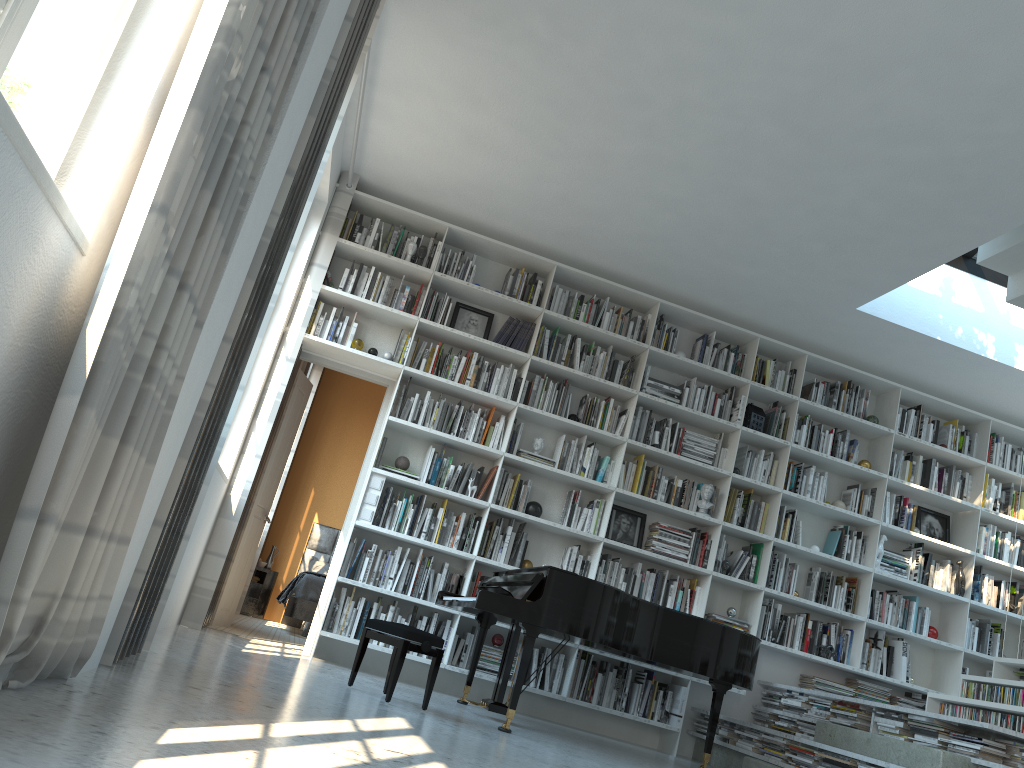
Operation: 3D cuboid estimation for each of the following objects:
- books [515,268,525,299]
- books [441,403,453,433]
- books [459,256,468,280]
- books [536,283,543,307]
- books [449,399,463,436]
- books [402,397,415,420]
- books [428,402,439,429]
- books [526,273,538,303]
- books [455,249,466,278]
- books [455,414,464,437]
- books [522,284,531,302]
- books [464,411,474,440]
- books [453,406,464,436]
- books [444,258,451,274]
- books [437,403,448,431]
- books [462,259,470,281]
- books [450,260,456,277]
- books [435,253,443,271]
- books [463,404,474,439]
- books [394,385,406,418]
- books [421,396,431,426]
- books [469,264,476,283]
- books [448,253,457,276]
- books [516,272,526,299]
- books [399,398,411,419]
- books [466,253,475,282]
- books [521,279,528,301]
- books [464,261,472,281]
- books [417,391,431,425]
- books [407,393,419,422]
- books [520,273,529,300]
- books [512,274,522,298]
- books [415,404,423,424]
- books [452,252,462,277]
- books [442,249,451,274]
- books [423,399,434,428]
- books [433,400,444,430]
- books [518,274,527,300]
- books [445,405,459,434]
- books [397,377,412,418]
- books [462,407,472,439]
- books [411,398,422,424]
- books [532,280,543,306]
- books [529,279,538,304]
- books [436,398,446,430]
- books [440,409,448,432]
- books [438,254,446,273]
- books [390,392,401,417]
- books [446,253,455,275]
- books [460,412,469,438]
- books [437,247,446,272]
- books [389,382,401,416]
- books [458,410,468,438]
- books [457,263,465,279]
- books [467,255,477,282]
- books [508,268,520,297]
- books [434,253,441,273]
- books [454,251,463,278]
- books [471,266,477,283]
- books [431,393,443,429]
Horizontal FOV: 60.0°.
[{"bbox_3d":[0.033,-0.706,6.668,0.014,0.320,0.137,18,-16,-9],"label":"books"},{"bbox_3d":[-0.477,0.271,6.300,0.023,0.241,0.185,18,-16,-9],"label":"books"},{"bbox_3d":[-0.374,-0.810,6.575,0.013,0.252,0.129,18,-16,-9],"label":"books"},{"bbox_3d":[0.193,-0.620,6.681,0.039,0.251,0.147,18,-16,-9],"label":"books"},{"bbox_3d":[-0.409,0.265,6.318,0.013,0.299,0.152,18,-16,-9],"label":"books"},{"bbox_3d":[-0.745,0.202,6.259,0.042,0.208,0.143,18,-16,-9],"label":"books"},{"bbox_3d":[-0.569,0.247,6.283,0.014,0.229,0.148,18,-16,-9],"label":"books"},{"bbox_3d":[0.124,-0.673,6.649,0.025,0.296,0.164,18,-16,-9],"label":"books"},{"bbox_3d":[-0.402,-0.840,6.550,0.015,0.278,0.191,18,-16,-9],"label":"books"},{"bbox_3d":[-0.388,0.323,6.322,0.021,0.204,0.130,18,-16,-9],"label":"books"},{"bbox_3d":[0.083,-0.630,6.641,0.027,0.189,0.178,18,-16,-9],"label":"books"},{"bbox_3d":[-0.322,0.322,6.341,0.011,0.251,0.139,18,-16,-9],"label":"books"},{"bbox_3d":[-0.401,0.292,6.325,0.021,0.256,0.156,18,-16,-9],"label":"books"},{"bbox_3d":[-0.497,-0.819,6.556,0.017,0.193,0.129,18,-16,-9],"label":"books"},{"bbox_3d":[-0.508,0.261,6.286,0.024,0.236,0.167,18,-16,-9],"label":"books"},{"bbox_3d":[-0.364,-0.793,6.564,0.013,0.219,0.181,18,-16,-9],"label":"books"},{"bbox_3d":[-0.455,-0.805,6.560,0.014,0.192,0.146,18,-16,-9],"label":"books"},{"bbox_3d":[-0.557,-0.847,6.535,0.017,0.203,0.142,18,-16,-9],"label":"books"},{"bbox_3d":[-0.327,0.295,6.352,0.011,0.303,0.130,18,-16,-9],"label":"books"},{"bbox_3d":[-0.796,0.150,6.235,0.027,0.265,0.176,18,-16,-9],"label":"books"},{"bbox_3d":[-0.624,0.220,6.271,0.011,0.245,0.176,18,-16,-9],"label":"books"},{"bbox_3d":[-0.315,-0.766,6.578,0.014,0.201,0.171,18,-16,-9],"label":"books"},{"bbox_3d":[-0.460,-0.835,6.556,0.016,0.242,0.156,18,-16,-9],"label":"books"},{"bbox_3d":[0.044,-0.688,6.651,0.013,0.282,0.167,18,-16,-9],"label":"books"},{"bbox_3d":[-0.767,0.203,6.234,0.037,0.181,0.189,18,-16,-9],"label":"books"},{"bbox_3d":[-0.327,-0.818,6.593,0.007,0.300,0.146,18,-16,-9],"label":"books"},{"bbox_3d":[0.068,-0.660,6.670,0.013,0.254,0.129,18,-16,-9],"label":"books"},{"bbox_3d":[-0.347,-0.787,6.559,0.021,0.213,0.173,18,-16,-9],"label":"books"},{"bbox_3d":[-0.637,0.200,6.281,0.023,0.280,0.174,18,-16,-9],"label":"books"},{"bbox_3d":[-0.708,0.196,6.252,0.022,0.235,0.177,18,-16,-9],"label":"books"},{"bbox_3d":[0.066,-0.679,6.643,0.011,0.273,0.184,18,-16,-9],"label":"books"},{"bbox_3d":[0.010,-0.685,6.630,0.028,0.248,0.156,18,-16,-9],"label":"books"},{"bbox_3d":[-0.675,0.241,6.286,0.021,0.187,0.129,18,-16,-9],"label":"books"},{"bbox_3d":[-0.429,-0.835,6.559,0.016,0.260,0.154,18,-16,-9],"label":"books"},{"bbox_3d":[-0.500,-0.852,6.547,0.012,0.248,0.180,18,-16,-9],"label":"books"},{"bbox_3d":[-0.601,0.236,6.298,0.049,0.242,0.139,18,-16,-9],"label":"books"},{"bbox_3d":[-0.537,0.246,6.281,0.021,0.246,0.189,18,-16,-9],"label":"books"},{"bbox_3d":[0.055,-0.678,6.639,0.010,0.262,0.157,18,-16,-9],"label":"books"},{"bbox_3d":[-0.447,0.279,6.324,0.048,0.255,0.142,18,-16,-9],"label":"books"},{"bbox_3d":[-0.769,0.124,6.244,0.012,0.332,0.185,18,-16,-9],"label":"books"},{"bbox_3d":[-0.338,0.303,6.331,0.012,0.271,0.145,18,-16,-9],"label":"books"},{"bbox_3d":[-0.686,0.216,6.242,0.028,0.203,0.188,18,-16,-9],"label":"books"},{"bbox_3d":[0.163,-0.636,6.662,0.031,0.253,0.178,18,-16,-9],"label":"books"},{"bbox_3d":[0.136,-0.644,6.671,0.022,0.259,0.152,18,-16,-9],"label":"books"},{"bbox_3d":[-0.523,0.244,6.303,0.011,0.270,0.158,18,-16,-9],"label":"books"},{"bbox_3d":[-0.502,0.288,6.310,0.010,0.203,0.139,18,-16,-9],"label":"books"},{"bbox_3d":[-0.528,-0.839,6.546,0.032,0.209,0.158,18,-16,-9],"label":"books"},{"bbox_3d":[-0.829,0.173,6.240,0.026,0.208,0.155,18,-16,-9],"label":"books"},{"bbox_3d":[-0.474,-0.832,6.547,0.013,0.224,0.177,18,-16,-9],"label":"books"},{"bbox_3d":[-0.356,0.321,6.327,0.013,0.227,0.152,18,-16,-9],"label":"books"},{"bbox_3d":[-0.540,-0.868,6.550,0.007,0.258,0.157,18,-16,-9],"label":"books"},{"bbox_3d":[-0.839,0.134,6.255,0.012,0.284,0.160,18,-16,-9],"label":"books"},{"bbox_3d":[-0.366,0.314,6.314,0.013,0.228,0.177,18,-16,-9],"label":"books"},{"bbox_3d":[-0.400,-0.785,6.558,0.026,0.182,0.162,18,-16,-9],"label":"books"},{"bbox_3d":[-0.321,-0.809,6.605,0.015,0.292,0.131,18,-16,-9],"label":"books"},{"bbox_3d":[-0.011,-0.707,6.631,0.024,0.279,0.188,18,-16,-9],"label":"books"},{"bbox_3d":[-0.559,-0.887,6.552,0.007,0.284,0.160,18,-16,-9],"label":"books"},{"bbox_3d":[-0.417,-0.837,6.561,0.007,0.271,0.155,18,-16,-9],"label":"books"},{"bbox_3d":[-0.304,-0.763,6.591,0.013,0.209,0.137,18,-16,-9],"label":"books"},{"bbox_3d":[-0.548,0.221,6.292,0.011,0.292,0.184,18,-16,-9],"label":"books"}]
